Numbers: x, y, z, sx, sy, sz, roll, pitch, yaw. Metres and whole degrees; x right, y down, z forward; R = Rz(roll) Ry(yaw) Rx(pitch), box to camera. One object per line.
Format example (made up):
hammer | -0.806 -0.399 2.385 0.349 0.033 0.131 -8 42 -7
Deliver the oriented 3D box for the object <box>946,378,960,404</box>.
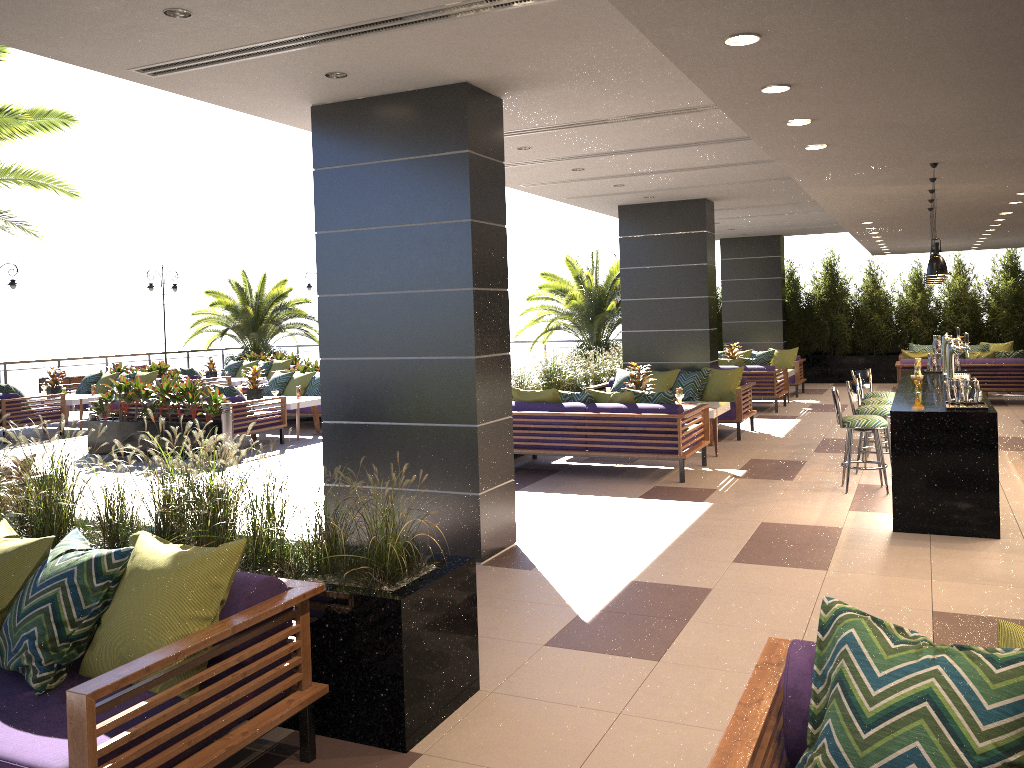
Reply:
object | 3.397 0.058 6.806 0.105 0.209 0.105 -1 2 30

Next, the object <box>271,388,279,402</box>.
object | -3.465 0.160 12.957 0.106 0.197 0.106 -3 2 -32

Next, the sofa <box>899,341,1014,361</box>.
sofa | 8.764 -0.363 17.360 2.125 0.918 1.122 0 3 25

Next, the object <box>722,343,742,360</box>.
object | 4.098 -0.500 16.382 0.430 0.526 0.426 0 3 42

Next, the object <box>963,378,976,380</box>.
object | 3.490 0.059 6.750 0.105 0.209 0.105 -1 2 30

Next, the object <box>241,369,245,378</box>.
object | -5.740 -0.225 18.896 0.069 0.211 0.069 -2 1 13

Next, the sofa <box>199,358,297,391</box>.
sofa | -5.838 -0.096 19.876 2.125 0.918 1.122 0 3 25

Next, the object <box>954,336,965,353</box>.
object | 8.169 -0.612 16.175 0.430 0.526 0.426 0 3 42

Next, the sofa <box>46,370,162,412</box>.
sofa | -7.430 0.217 16.406 2.125 0.918 1.122 0 3 25

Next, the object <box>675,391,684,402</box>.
object | 1.980 0.181 10.440 0.106 0.197 0.106 -3 2 -37

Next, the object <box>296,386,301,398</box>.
object | -3.243 0.119 13.453 0.067 0.189 0.084 -3 2 -35

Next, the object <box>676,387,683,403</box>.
object | 2.084 0.137 11.015 0.067 0.189 0.084 -3 2 -40

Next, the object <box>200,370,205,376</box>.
object | -6.762 -0.220 19.345 0.106 0.197 0.106 -3 2 -32

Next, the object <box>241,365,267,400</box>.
object | -3.899 -0.027 13.445 0.430 0.526 0.426 0 3 42

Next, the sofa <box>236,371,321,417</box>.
sofa | -3.370 0.232 14.518 2.125 0.918 1.122 0 3 25

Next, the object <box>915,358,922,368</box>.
object | 4.550 -0.199 9.911 0.069 0.181 0.069 -2 1 -3

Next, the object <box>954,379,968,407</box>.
object | 3.391 0.068 6.677 0.105 0.209 0.105 -1 2 30

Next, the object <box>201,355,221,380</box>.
object | -6.398 -0.353 18.776 0.425 0.526 0.430 -4 3 -38

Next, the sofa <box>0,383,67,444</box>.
sofa | -8.408 0.406 14.311 2.125 0.918 1.122 0 3 25

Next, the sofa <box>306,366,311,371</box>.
sofa | -2.762 0.109 15.897 2.125 0.918 1.122 0 3 25

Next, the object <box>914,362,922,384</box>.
object | 4.008 -0.109 8.745 0.069 0.211 0.069 -2 1 8

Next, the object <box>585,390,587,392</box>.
object | 0.934 0.171 10.899 0.069 0.211 0.069 -2 1 8

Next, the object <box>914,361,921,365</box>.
object | 4.291 -0.154 9.364 0.085 0.189 0.067 -3 2 -40

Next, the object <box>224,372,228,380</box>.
object | -5.897 -0.164 18.289 0.067 0.189 0.084 -3 2 -35

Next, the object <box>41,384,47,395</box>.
object | -8.400 0.093 15.892 0.106 0.197 0.106 -3 2 -32

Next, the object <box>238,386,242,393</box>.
object | -4.292 0.117 13.974 0.069 0.181 0.069 -3 1 -32

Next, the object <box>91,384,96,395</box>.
object | -7.278 0.098 15.401 0.067 0.189 0.084 -3 2 -35

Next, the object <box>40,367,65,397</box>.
object | -7.940 -0.043 15.318 0.431 0.526 0.425 -3 3 -33

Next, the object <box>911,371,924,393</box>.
object | 3.592 -0.021 7.848 0.106 0.197 0.106 -3 2 -37

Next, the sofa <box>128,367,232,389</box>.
sofa | -6.822 0.093 17.785 2.125 0.918 1.122 0 3 25

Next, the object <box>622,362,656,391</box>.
object | 1.554 -0.005 10.896 0.430 0.526 0.426 0 3 37

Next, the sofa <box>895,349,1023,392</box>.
sofa | 7.683 -0.153 15.032 2.125 0.918 1.122 0 3 25

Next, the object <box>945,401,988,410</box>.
object | 3.417 0.163 6.662 0.272 0.018 0.438 0 5 25

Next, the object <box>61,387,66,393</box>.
object | -7.475 0.150 14.758 0.082 0.197 0.069 -2 1 -23

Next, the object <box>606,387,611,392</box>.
object | 1.247 0.135 11.443 0.069 0.181 0.069 -2 1 8

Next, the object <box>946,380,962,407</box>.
object | 3.290 0.078 6.583 0.105 0.209 0.105 -1 2 30

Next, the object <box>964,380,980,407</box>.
object | 3.397 0.078 6.541 0.105 0.209 0.105 -1 2 30
